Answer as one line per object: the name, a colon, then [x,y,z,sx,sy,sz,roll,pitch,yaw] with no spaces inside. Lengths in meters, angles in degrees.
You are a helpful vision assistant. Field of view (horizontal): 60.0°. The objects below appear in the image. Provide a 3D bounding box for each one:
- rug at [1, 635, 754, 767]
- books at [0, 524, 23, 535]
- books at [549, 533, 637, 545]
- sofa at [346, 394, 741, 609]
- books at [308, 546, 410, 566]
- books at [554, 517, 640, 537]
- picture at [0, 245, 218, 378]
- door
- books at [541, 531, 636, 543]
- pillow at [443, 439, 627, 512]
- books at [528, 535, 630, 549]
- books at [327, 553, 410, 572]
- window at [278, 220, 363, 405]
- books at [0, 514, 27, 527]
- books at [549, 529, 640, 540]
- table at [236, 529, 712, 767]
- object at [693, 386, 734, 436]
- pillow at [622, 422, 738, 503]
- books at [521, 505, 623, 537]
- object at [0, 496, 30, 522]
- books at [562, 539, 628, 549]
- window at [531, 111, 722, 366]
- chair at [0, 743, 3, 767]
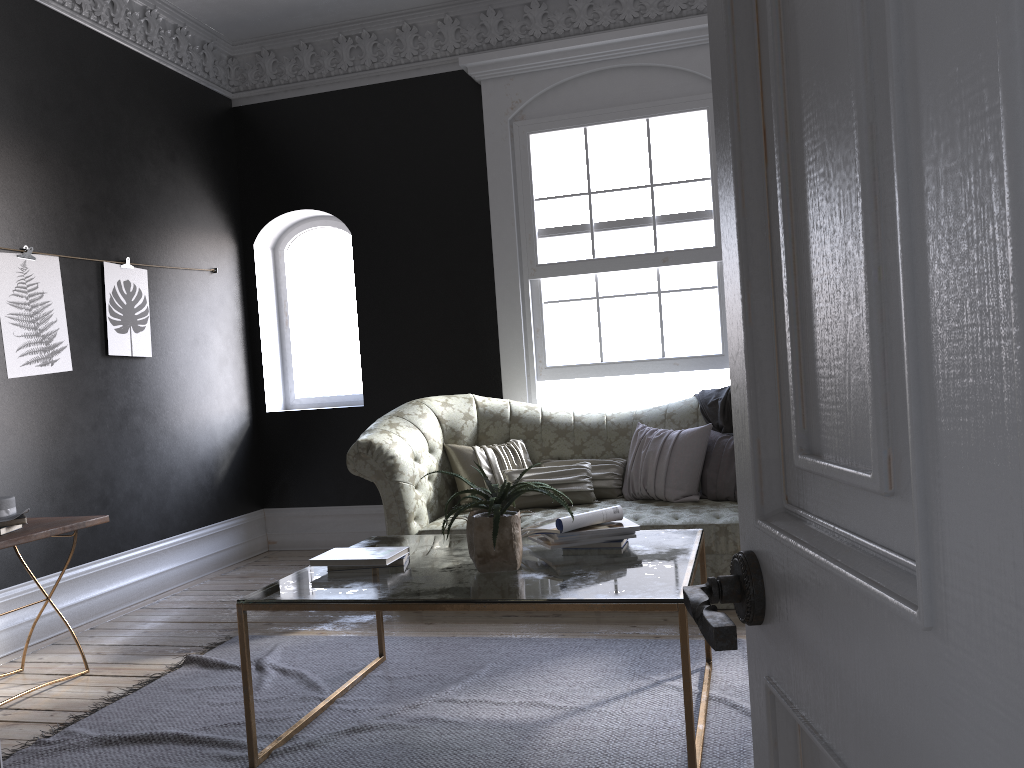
rug: [-0.020,1.189,3.094,3.646,0.050,2.104,-4,1,16]
books: [-2.288,0.630,3.813,0.268,0.029,0.203,-4,1,-5]
books: [0.296,0.576,3.408,0.318,0.011,0.252,-4,1,-3]
sofa: [0.611,0.588,5.321,2.814,1.161,1.605,-4,1,16]
books: [-0.562,0.637,3.278,0.307,0.024,0.220,-4,1,15]
books: [0.301,0.544,3.395,0.318,0.011,0.252,-4,1,-8]
picture: [-2.717,-0.407,4.371,0.058,0.771,4.454,-4,1,15]
door: [0.255,0.020,0.471,0.216,2.375,1.097,-4,1,2]
books: [0.280,0.566,3.410,0.318,0.011,0.252,-4,1,-13]
pillow: [0.122,0.533,5.376,1.106,0.416,0.528,-4,1,15]
books: [0.253,0.590,3.411,0.318,0.011,0.252,-4,1,-18]
books: [-0.540,0.662,3.341,0.289,0.030,0.193,-4,1,-1]
window: [-1.483,-0.581,7.144,0.740,1.457,0.112,-4,2,15]
books: [-2.261,0.600,3.820,0.289,0.030,0.193,-4,1,-34]
books: [0.294,0.555,3.399,0.318,0.011,0.252,-4,1,-13]
table: [-0.045,0.923,3.244,1.449,0.558,1.092,-4,1,15]
object: [1.545,0.237,5.162,0.516,0.585,1.367,-5,1,-26]
pillow: [1.090,0.447,5.138,0.964,0.462,0.404,-4,1,22]
books: [0.221,0.536,3.407,0.322,0.109,0.273,-5,1,-40]
object: [-2.232,0.539,3.827,0.258,0.087,0.328,-4,1,-19]
books: [0.319,0.602,3.399,0.231,0.023,0.162,-4,1,16]
window: [0.775,-0.972,6.104,1.263,1.672,0.056,-4,2,15]
chair: [-1.605,0.898,1.989,0.769,0.863,0.819,-5,1,-34]
